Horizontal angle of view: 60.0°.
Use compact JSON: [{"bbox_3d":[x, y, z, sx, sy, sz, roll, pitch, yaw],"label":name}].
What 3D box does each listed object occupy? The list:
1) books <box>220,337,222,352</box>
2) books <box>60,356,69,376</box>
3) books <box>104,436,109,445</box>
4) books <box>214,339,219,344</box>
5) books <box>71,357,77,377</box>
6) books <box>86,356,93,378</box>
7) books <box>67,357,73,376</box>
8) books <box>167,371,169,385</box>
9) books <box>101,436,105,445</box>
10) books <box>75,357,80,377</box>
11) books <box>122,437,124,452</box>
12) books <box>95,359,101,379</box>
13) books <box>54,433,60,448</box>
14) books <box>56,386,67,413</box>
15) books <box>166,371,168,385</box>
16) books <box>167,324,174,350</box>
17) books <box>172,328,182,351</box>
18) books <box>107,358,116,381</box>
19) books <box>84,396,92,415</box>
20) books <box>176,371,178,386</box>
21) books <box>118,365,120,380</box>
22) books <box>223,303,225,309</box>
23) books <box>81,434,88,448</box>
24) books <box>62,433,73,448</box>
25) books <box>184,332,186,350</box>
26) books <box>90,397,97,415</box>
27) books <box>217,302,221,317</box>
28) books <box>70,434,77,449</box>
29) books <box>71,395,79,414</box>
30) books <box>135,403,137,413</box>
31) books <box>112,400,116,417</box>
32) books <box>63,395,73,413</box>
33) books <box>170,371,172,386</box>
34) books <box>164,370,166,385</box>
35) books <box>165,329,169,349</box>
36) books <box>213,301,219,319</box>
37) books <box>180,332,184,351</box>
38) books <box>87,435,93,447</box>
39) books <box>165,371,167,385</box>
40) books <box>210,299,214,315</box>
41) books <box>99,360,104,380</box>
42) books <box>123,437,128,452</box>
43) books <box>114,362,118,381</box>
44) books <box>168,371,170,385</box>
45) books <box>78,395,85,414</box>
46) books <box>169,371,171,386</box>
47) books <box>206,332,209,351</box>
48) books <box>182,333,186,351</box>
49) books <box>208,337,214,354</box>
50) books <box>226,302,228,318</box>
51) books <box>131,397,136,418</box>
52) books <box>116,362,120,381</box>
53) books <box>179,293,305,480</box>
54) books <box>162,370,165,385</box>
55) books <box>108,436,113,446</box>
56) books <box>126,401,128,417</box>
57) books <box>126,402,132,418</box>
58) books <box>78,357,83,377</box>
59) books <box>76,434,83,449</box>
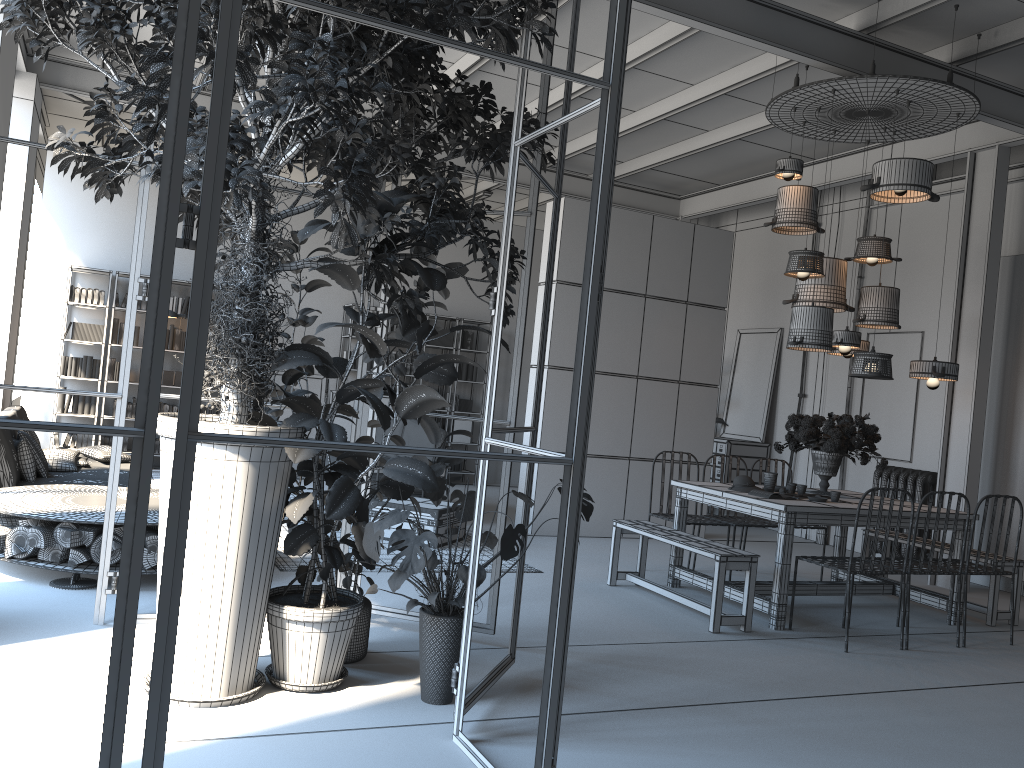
[{"bbox_3d":[-3.590,-0.483,10.922,0.062,0.265,0.193,6,-1,-30],"label":"books"},{"bbox_3d":[-5.186,-0.204,10.273,0.045,0.241,0.174,6,-1,-13],"label":"books"},{"bbox_3d":[-4.780,0.690,10.446,0.048,0.182,0.258,6,-1,-25],"label":"books"},{"bbox_3d":[-3.640,-0.489,10.879,0.062,0.265,0.193,6,-1,-30],"label":"books"},{"bbox_3d":[-5.095,-0.194,10.316,0.040,0.240,0.174,6,-1,-25],"label":"books"},{"bbox_3d":[-4.944,-0.192,10.373,0.056,0.270,0.195,6,-1,-25],"label":"books"},{"bbox_3d":[-5.131,-0.198,10.300,0.040,0.240,0.174,6,-1,-25],"label":"books"},{"bbox_3d":[-4.129,-0.069,10.627,0.012,0.177,0.134,6,-1,-25],"label":"books"},{"bbox_3d":[-4.813,0.654,10.419,0.036,0.247,0.304,6,-1,-25],"label":"books"},{"bbox_3d":[-5.066,-0.192,10.340,0.033,0.240,0.156,6,-1,-25],"label":"books"},{"bbox_3d":[-4.641,0.698,10.522,0.049,0.195,0.279,6,-1,-25],"label":"books"},{"bbox_3d":[-4.869,-0.170,10.422,0.040,0.240,0.174,6,-1,-25],"label":"books"},{"bbox_3d":[-5.199,0.644,10.134,0.067,0.174,0.240,6,-1,-26],"label":"books"},{"bbox_3d":[-5.183,0.182,10.205,0.071,0.303,0.222,6,-1,-25],"label":"books"},{"bbox_3d":[-4.139,-0.070,10.622,0.012,0.177,0.134,6,-1,-25],"label":"books"},{"bbox_3d":[-4.100,-0.561,10.658,0.038,0.303,0.222,6,-1,-25],"label":"books"},{"bbox_3d":[-4.054,-0.535,10.718,0.091,0.265,0.193,6,-1,-25],"label":"books"},{"bbox_3d":[-4.675,-0.172,10.325,0.091,0.266,0.195,6,-1,-25],"label":"books"},{"bbox_3d":[-4.942,0.228,10.332,0.062,0.265,0.193,6,-1,-25],"label":"books"},{"bbox_3d":[-4.029,-0.063,10.650,0.012,0.177,0.134,6,-1,-25],"label":"books"},{"bbox_3d":[-4.566,-0.150,10.373,0.057,0.244,0.180,6,-1,-25],"label":"books"},{"bbox_3d":[-3.537,-0.888,10.872,0.032,0.231,0.179,6,-1,-25],"label":"books"},{"bbox_3d":[-5.011,0.662,10.398,0.056,0.197,0.271,6,-1,-25],"label":"books"},{"bbox_3d":[-5.168,0.645,10.316,0.089,0.183,0.269,6,-1,-23],"label":"books"},{"bbox_3d":[-3.945,-0.513,10.767,0.057,0.244,0.178,6,-1,-25],"label":"books"},{"bbox_3d":[-4.886,0.234,10.365,0.062,0.265,0.193,6,-1,-25],"label":"books"},{"bbox_3d":[-3.581,-0.890,10.861,0.052,0.223,0.164,6,-1,-25],"label":"books"},{"bbox_3d":[-5.112,0.662,10.339,0.061,0.179,0.247,6,-1,-25],"label":"books"},{"bbox_3d":[-5.061,0.216,10.285,0.062,0.265,0.193,6,-1,-25],"label":"books"},{"bbox_3d":[-4.468,0.319,10.589,0.061,0.177,0.246,6,-1,-25],"label":"books"},{"bbox_3d":[-4.684,0.287,10.476,0.056,0.195,0.270,6,-1,-25],"label":"books"},{"bbox_3d":[-5.118,0.211,10.235,0.084,0.267,0.193,6,-1,-26],"label":"books"},{"bbox_3d":[-4.097,-0.066,10.641,0.012,0.177,0.134,6,-1,-25],"label":"books"},{"bbox_3d":[-4.160,-0.072,10.612,0.012,0.177,0.134,6,-1,-25],"label":"books"},{"bbox_3d":[-4.171,-0.536,10.673,0.057,0.244,0.178,6,-1,-25],"label":"books"},{"bbox_3d":[-3.625,-0.895,10.829,0.052,0.223,0.164,6,-1,-25],"label":"books"},{"bbox_3d":[-3.995,-0.509,10.720,0.022,0.226,0.163,6,-1,-25],"label":"books"},{"bbox_3d":[-4.960,0.668,10.422,0.056,0.197,0.271,6,-1,-25],"label":"books"},{"bbox_3d":[-4.149,-0.071,10.617,0.012,0.177,0.134,6,-1,-25],"label":"books"},{"bbox_3d":[-3.693,-0.912,10.800,0.083,0.242,0.178,6,-1,-25],"label":"books"},{"bbox_3d":[-4.833,-0.167,10.438,0.040,0.240,0.174,6,-1,-25],"label":"books"},{"bbox_3d":[-4.597,0.703,10.542,0.047,0.192,0.279,6,-1,-25],"label":"books"},{"bbox_3d":[-4.616,-0.146,10.326,0.022,0.227,0.165,6,-1,-25],"label":"books"},{"bbox_3d":[-4.118,-0.068,10.632,0.012,0.177,0.134,6,-1,-25],"label":"books"},{"bbox_3d":[-4.998,0.222,10.301,0.062,0.265,0.193,6,-1,-25],"label":"books"},{"bbox_3d":[-4.108,-0.067,10.637,0.012,0.177,0.134,6,-1,-25],"label":"books"},{"bbox_3d":[-3.757,-0.501,10.824,0.062,0.265,0.193,6,-1,-30],"label":"books"},{"bbox_3d":[-3.975,-0.507,10.730,0.022,0.226,0.163,6,-1,-25],"label":"books"},{"bbox_3d":[-3.698,-0.495,10.851,0.062,0.265,0.193,6,-1,-30],"label":"books"},{"bbox_3d":[-3.509,-0.885,10.885,0.032,0.231,0.179,6,-1,-25],"label":"books"},{"bbox_3d":[-4.513,0.282,10.572,0.036,0.244,0.302,6,-1,-25],"label":"books"},{"bbox_3d":[-4.597,-0.144,10.336,0.022,0.227,0.165,6,-1,-25],"label":"books"},{"bbox_3d":[-2.900,0.075,10.665,0.264,2.162,2.306,5,-1,43],"label":"books"},{"bbox_3d":[-4.170,-0.074,10.607,0.012,0.177,0.134,6,-1,-25],"label":"books"},{"bbox_3d":[-4.738,0.685,10.469,0.037,0.192,0.265,6,-1,-25],"label":"books"},{"bbox_3d":[-4.590,0.296,10.523,0.037,0.190,0.264,6,-1,-25],"label":"books"},{"bbox_3d":[-4.552,0.310,10.544,0.048,0.180,0.257,6,-1,-25],"label":"books"},{"bbox_3d":[-5.036,-0.189,10.354,0.033,0.240,0.156,6,-1,-25],"label":"books"},{"bbox_3d":[-5.062,0.657,10.375,0.056,0.197,0.271,6,-1,-25],"label":"books"}]
